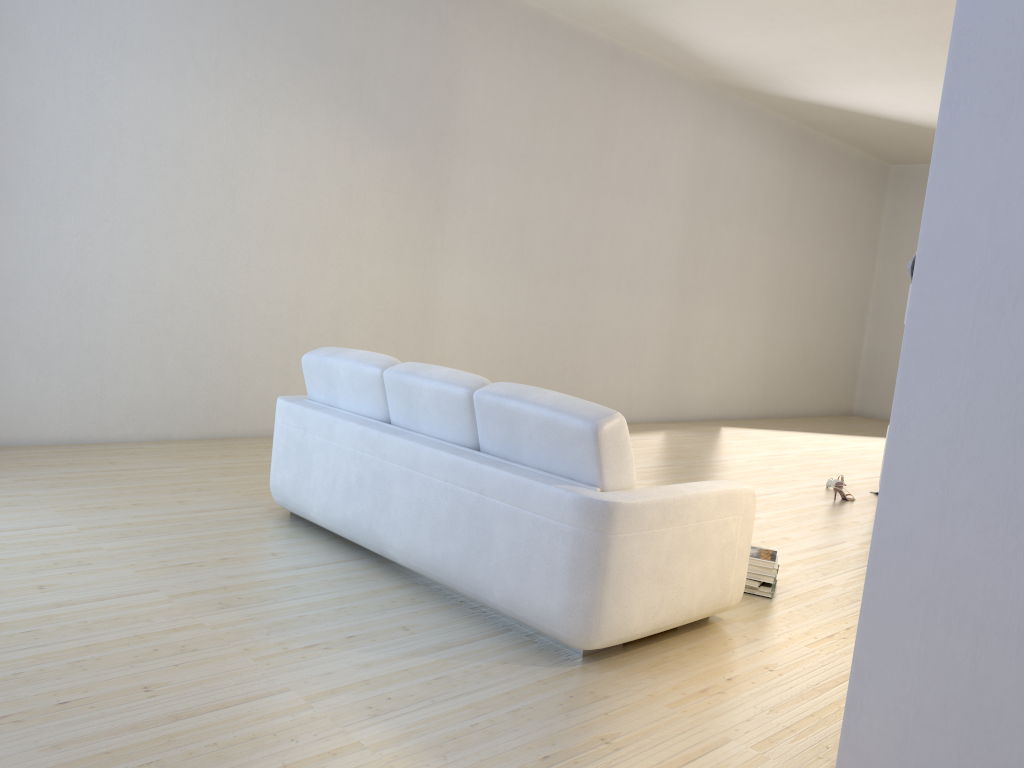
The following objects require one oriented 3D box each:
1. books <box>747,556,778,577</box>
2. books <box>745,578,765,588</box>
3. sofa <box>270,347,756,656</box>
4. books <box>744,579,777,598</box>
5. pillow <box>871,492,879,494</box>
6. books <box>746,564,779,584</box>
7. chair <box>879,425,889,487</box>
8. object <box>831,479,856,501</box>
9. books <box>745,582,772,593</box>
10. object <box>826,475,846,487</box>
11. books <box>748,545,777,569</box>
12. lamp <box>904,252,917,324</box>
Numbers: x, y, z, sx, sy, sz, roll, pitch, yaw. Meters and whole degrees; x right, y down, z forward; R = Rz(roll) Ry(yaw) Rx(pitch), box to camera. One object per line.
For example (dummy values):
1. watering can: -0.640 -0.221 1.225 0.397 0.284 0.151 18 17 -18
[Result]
1. books: 1.040 0.795 4.028 0.319 0.038 0.247 8 6 16
2. books: 1.016 0.852 4.043 0.287 0.025 0.247 10 7 29
3. sofa: -0.123 0.360 3.893 0.941 0.862 2.166 1 8 -45
4. books: 1.029 0.894 4.038 0.328 0.018 0.247 9 6 20
5. pillow: 3.074 0.722 6.683 0.615 0.315 0.312 5 6 -18
6. books: 1.036 0.827 4.031 0.328 0.027 0.247 9 6 20
7. chair: 3.193 0.496 6.056 0.941 0.828 0.919 4 6 -25
8. object: 2.370 0.751 6.328 0.265 0.149 0.089 3 7 -32
9. books: 1.036 0.876 4.034 0.287 0.018 0.247 8 6 18
10. object: 2.524 0.756 6.815 0.121 0.091 0.287 12 8 43
11. books: 1.049 0.765 4.022 0.287 0.025 0.247 8 6 18
12. lamp: 1.337 0.119 2.602 0.204 1.841 0.891 11 8 40
